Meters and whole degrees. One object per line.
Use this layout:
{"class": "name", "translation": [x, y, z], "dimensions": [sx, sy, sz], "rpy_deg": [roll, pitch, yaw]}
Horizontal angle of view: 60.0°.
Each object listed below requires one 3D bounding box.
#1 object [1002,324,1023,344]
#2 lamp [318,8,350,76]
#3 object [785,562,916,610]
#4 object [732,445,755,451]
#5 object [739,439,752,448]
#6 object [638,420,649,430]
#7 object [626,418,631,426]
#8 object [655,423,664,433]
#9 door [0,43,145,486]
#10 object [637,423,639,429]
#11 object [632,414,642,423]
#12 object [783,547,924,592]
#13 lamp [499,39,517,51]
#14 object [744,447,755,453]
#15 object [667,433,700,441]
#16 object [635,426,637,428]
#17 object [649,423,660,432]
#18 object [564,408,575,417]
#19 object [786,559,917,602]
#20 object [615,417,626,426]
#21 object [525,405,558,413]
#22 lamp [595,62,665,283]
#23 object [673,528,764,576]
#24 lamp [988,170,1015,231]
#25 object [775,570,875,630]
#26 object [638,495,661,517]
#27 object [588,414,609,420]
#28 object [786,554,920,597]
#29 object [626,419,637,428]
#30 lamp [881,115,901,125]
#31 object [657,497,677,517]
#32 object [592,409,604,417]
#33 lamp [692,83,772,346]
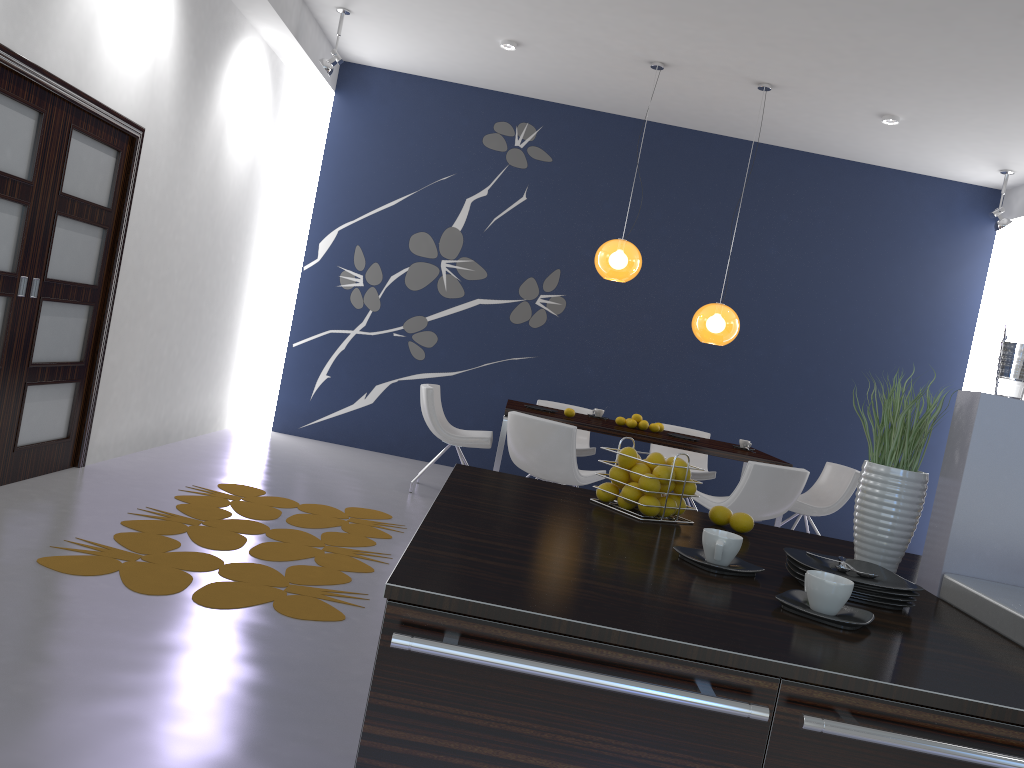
{"class": "object", "translation": [1.097, -0.065, 1.925], "dimensions": [0.072, 0.119, 0.071], "rpy_deg": [13, 3, 40]}
{"class": "lamp", "translation": [-1.374, -2.633, 6.845], "dimensions": [0.185, 0.511, 0.150], "rpy_deg": [11, 2, 0]}
{"class": "object", "translation": [0.666, 0.403, 1.765], "dimensions": [0.232, 0.020, 0.232], "rpy_deg": [12, 2, 9]}
{"class": "object", "translation": [1.775, 0.494, 6.803], "dimensions": [0.154, 0.020, 0.154], "rpy_deg": [9, 3, -44]}
{"class": "object", "translation": [1.790, 0.466, 6.797], "dimensions": [0.101, 0.064, 0.081], "rpy_deg": [12, 2, 26]}
{"class": "object", "translation": [0.993, 0.312, 6.691], "dimensions": [0.076, 0.080, 0.094], "rpy_deg": [11, 2, 2]}
{"class": "object", "translation": [0.903, 0.297, 6.774], "dimensions": [0.070, 0.068, 0.083], "rpy_deg": [10, 3, -31]}
{"class": "object", "translation": [1.122, 0.334, 6.801], "dimensions": [0.079, 0.077, 0.094], "rpy_deg": [10, 2, -26]}
{"class": "door", "translation": [-2.497, -0.500, 4.441], "dimensions": [0.220, 2.061, 1.764], "rpy_deg": [11, 2, 0]}
{"class": "object", "translation": [0.985, 0.311, 6.775], "dimensions": [0.081, 0.071, 0.069], "rpy_deg": [10, 2, -23]}
{"class": "object", "translation": [0.949, 0.261, 6.726], "dimensions": [0.083, 0.068, 0.070], "rpy_deg": [11, 2, 4]}
{"class": "object", "translation": [0.851, 0.348, 1.682], "dimensions": [0.646, 0.147, 0.269], "rpy_deg": [12, 2, 25]}
{"class": "lamp", "translation": [-0.030, -2.610, 6.830], "dimensions": [0.132, 0.035, 0.132], "rpy_deg": [11, 2, 0]}
{"class": "object", "translation": [1.795, 0.495, 6.691], "dimensions": [0.032, 0.028, 0.155], "rpy_deg": [10, 2, -19]}
{"class": "object", "translation": [1.289, 0.403, 6.678], "dimensions": [0.232, 0.020, 0.232], "rpy_deg": [12, 3, 29]}
{"class": "object", "translation": [0.952, 0.299, 6.848], "dimensions": [0.079, 0.077, 0.094], "rpy_deg": [13, 3, 44]}
{"class": "object", "translation": [1.080, 0.333, 6.727], "dimensions": [0.083, 0.068, 0.070], "rpy_deg": [11, 2, 4]}
{"class": "object", "translation": [0.425, 0.212, 6.524], "dimensions": [0.083, 0.068, 0.070], "rpy_deg": [11, 2, 4]}
{"class": "object", "translation": [0.668, 0.394, 1.765], "dimensions": [0.232, 0.020, 0.232], "rpy_deg": [12, 2, 9]}
{"class": "object", "translation": [0.827, 0.283, 6.732], "dimensions": [0.083, 0.068, 0.070], "rpy_deg": [11, 2, 4]}
{"class": "object", "translation": [0.220, 0.191, 6.715], "dimensions": [0.232, 0.020, 0.232], "rpy_deg": [12, 3, 29]}
{"class": "lamp", "translation": [0.934, -1.592, 6.682], "dimensions": [0.358, 1.645, 0.359], "rpy_deg": [12, 2, 11]}
{"class": "object", "translation": [0.411, 0.329, 1.755], "dimensions": [0.153, 0.069, 0.153], "rpy_deg": [10, 2, -26]}
{"class": "lamp", "translation": [4.213, -1.559, 7.592], "dimensions": [0.185, 0.511, 0.150], "rpy_deg": [11, 2, 0]}
{"class": "object", "translation": [0.538, 0.364, 1.516], "dimensions": [0.153, 0.069, 0.153], "rpy_deg": [13, 3, 34]}
{"class": "object", "translation": [0.335, 0.298, 2.166], "dimensions": [0.061, 0.053, 0.053], "rpy_deg": [9, 3, -45]}
{"class": "object", "translation": [0.693, 0.267, 7.142], "dimensions": [0.154, 0.020, 0.154], "rpy_deg": [9, 3, -45]}
{"class": "object", "translation": [0.670, 0.384, 1.765], "dimensions": [0.232, 0.020, 0.232], "rpy_deg": [11, 2, 4]}
{"class": "object", "translation": [0.903, 0.300, 6.690], "dimensions": [0.070, 0.068, 0.083], "rpy_deg": [10, 3, -31]}
{"class": "lamp", "translation": [2.913, -2.028, 6.816], "dimensions": [0.132, 0.035, 0.132], "rpy_deg": [9, 3, -43]}
{"class": "object", "translation": [0.379, 0.306, 2.206], "dimensions": [0.061, 0.053, 0.053], "rpy_deg": [13, 3, 43]}
{"class": "object", "translation": [0.695, 0.236, 7.132], "dimensions": [0.081, 0.064, 0.101], "rpy_deg": [12, 2, 25]}
{"class": "lamp", "translation": [1.706, -1.272, 6.687], "dimensions": [0.359, 1.974, 0.358], "rpy_deg": [11, 2, 5]}
